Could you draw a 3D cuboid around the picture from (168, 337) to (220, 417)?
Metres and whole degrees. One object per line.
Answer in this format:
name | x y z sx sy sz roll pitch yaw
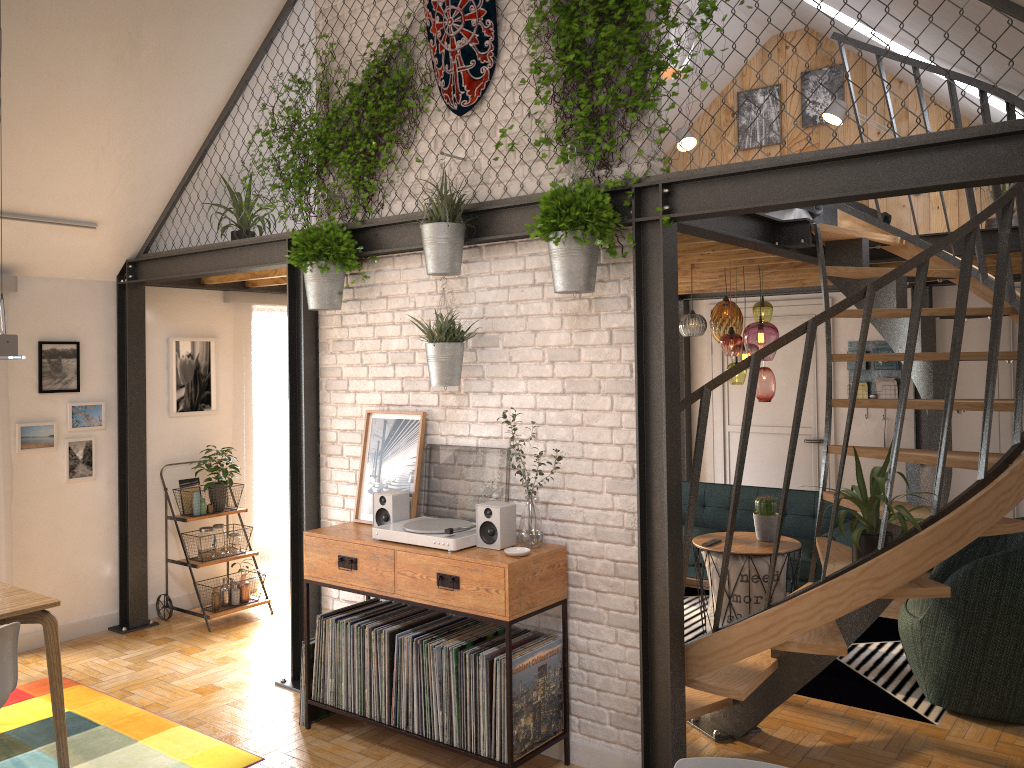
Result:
picture | -2.357 -0.057 6.574 0.023 0.575 0.415 -2 0 37

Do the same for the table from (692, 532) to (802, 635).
table | 1.498 1.272 5.649 0.681 0.686 0.681 -1 0 -13

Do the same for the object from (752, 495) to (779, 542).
object | 1.633 0.858 5.687 0.190 0.295 0.173 -1 0 11

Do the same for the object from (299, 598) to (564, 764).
object | -0.416 1.396 4.149 1.313 0.575 0.404 0 0 37

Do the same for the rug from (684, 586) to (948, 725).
rug | 1.169 1.613 5.995 3.499 0.010 1.701 0 2 37

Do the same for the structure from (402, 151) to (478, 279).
structure | -0.345 -0.796 4.200 0.384 0.607 0.348 -1 0 0

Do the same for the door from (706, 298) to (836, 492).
door | 2.377 0.382 8.228 1.199 2.302 0.088 -1 -1 37

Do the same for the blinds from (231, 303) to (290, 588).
blinds | -1.917 0.440 7.052 0.124 2.284 0.667 -2 -1 38

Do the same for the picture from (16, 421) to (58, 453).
picture | -3.038 0.338 5.668 0.023 0.183 0.251 -2 0 37

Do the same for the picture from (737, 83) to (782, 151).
picture | 2.307 -2.488 8.272 0.421 0.554 0.017 -1 -1 37

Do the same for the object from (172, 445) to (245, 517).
object | -2.175 0.686 6.378 0.492 0.475 0.396 -1 0 -41

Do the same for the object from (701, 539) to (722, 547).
object | 1.265 1.005 5.617 0.051 0.013 0.207 0 2 37

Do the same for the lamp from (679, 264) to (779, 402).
lamp | 1.448 -0.383 5.841 0.618 1.014 0.490 -1 0 -13

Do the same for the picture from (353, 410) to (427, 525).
picture | -0.624 0.426 4.502 0.410 0.576 0.126 -1 -1 37

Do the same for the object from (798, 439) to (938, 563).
object | 1.475 0.487 3.682 0.528 0.592 0.457 -1 0 25

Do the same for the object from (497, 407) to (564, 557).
object | 0.032 0.410 3.879 0.290 0.621 0.295 0 -1 -38

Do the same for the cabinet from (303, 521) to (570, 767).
cabinet | -0.392 1.202 4.116 1.264 0.964 0.456 0 0 37

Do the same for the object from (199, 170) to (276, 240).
object | -1.809 -1.142 5.953 0.528 0.592 0.457 -1 0 20

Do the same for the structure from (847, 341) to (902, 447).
structure | 3.126 0.166 7.653 0.442 1.077 0.099 -1 -1 37

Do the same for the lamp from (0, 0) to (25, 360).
lamp | -2.758 -1.003 3.627 0.269 1.820 1.346 -2 0 37

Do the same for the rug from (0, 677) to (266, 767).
rug | -2.700 1.726 3.470 1.937 0.024 2.783 0 2 37

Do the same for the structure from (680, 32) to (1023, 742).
structure | 1.720 -0.235 4.292 2.249 3.820 1.627 -1 -1 -38

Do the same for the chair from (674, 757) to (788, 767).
chair | 0.474 1.297 1.816 0.403 0.867 0.430 -1 0 18

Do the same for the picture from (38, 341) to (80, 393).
picture | -2.958 -0.111 5.791 0.021 0.336 0.261 -2 0 37

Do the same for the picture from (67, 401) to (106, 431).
picture | -2.843 0.214 5.926 0.023 0.183 0.251 -2 0 37

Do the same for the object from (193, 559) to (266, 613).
object | -1.964 1.404 6.204 0.276 0.290 0.439 -1 1 37

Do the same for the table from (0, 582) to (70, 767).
table | -2.728 1.354 3.583 0.850 0.755 1.466 -1 1 37

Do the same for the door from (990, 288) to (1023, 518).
door | 4.332 0.392 6.747 1.199 2.302 0.088 -1 -1 37

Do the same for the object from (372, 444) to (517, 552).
object | -0.330 0.512 4.125 0.787 0.415 0.415 0 1 37

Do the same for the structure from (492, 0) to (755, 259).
structure | 0.430 -1.458 3.812 1.304 1.871 0.458 -1 -1 34

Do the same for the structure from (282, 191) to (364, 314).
structure | -0.999 -0.693 4.677 0.423 0.653 0.437 -1 0 -23

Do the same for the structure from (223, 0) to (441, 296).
structure | -0.920 -1.304 4.815 2.126 1.680 0.431 0 0 38

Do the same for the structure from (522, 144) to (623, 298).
structure | 0.253 -0.686 3.729 0.423 0.653 0.437 -1 0 -23

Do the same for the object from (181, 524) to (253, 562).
object | -2.093 1.116 6.303 0.238 0.216 0.439 -1 1 37

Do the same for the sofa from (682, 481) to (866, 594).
sofa | 1.601 1.191 6.786 1.973 0.783 0.824 0 1 37

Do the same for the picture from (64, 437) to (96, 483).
picture | -2.869 0.500 5.887 0.022 0.285 0.201 -2 0 37

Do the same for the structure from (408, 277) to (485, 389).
structure | -0.320 -0.238 4.194 0.384 0.535 0.359 -1 0 -43

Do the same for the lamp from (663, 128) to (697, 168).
lamp | 1.571 -1.989 8.558 0.194 0.814 0.850 -1 0 -9

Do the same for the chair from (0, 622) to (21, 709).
chair | -1.133 0.389 1.921 4.017 2.687 3.491 0 1 38

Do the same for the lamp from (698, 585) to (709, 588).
lamp | 1.080 0.725 7.058 0.571 1.719 2.358 0 0 -44

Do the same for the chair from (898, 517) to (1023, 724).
chair | 2.462 1.153 4.530 0.900 0.965 0.897 -1 0 23

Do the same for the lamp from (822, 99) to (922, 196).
lamp | 3.025 -1.982 7.461 0.850 0.814 0.194 -1 -1 -6

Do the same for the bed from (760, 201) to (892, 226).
bed | 1.785 -1.453 7.249 2.121 1.022 2.290 0 1 37

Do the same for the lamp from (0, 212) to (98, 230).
lamp | -3.665 -0.846 4.214 0.207 0.262 3.491 -1 1 38

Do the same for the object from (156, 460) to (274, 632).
object | -2.116 1.110 6.324 0.631 1.079 0.579 -1 0 37

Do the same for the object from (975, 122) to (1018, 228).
object | 3.691 -1.468 6.679 0.789 1.049 0.733 -1 0 -13

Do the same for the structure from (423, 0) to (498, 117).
structure | -0.291 -1.768 4.239 0.440 0.965 0.192 -1 -1 37

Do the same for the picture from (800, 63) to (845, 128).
picture | 2.774 -2.572 7.919 0.380 0.507 0.011 -1 -1 37

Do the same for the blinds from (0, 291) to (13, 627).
blinds | -3.283 0.510 5.212 0.187 2.290 0.749 -1 -1 31
